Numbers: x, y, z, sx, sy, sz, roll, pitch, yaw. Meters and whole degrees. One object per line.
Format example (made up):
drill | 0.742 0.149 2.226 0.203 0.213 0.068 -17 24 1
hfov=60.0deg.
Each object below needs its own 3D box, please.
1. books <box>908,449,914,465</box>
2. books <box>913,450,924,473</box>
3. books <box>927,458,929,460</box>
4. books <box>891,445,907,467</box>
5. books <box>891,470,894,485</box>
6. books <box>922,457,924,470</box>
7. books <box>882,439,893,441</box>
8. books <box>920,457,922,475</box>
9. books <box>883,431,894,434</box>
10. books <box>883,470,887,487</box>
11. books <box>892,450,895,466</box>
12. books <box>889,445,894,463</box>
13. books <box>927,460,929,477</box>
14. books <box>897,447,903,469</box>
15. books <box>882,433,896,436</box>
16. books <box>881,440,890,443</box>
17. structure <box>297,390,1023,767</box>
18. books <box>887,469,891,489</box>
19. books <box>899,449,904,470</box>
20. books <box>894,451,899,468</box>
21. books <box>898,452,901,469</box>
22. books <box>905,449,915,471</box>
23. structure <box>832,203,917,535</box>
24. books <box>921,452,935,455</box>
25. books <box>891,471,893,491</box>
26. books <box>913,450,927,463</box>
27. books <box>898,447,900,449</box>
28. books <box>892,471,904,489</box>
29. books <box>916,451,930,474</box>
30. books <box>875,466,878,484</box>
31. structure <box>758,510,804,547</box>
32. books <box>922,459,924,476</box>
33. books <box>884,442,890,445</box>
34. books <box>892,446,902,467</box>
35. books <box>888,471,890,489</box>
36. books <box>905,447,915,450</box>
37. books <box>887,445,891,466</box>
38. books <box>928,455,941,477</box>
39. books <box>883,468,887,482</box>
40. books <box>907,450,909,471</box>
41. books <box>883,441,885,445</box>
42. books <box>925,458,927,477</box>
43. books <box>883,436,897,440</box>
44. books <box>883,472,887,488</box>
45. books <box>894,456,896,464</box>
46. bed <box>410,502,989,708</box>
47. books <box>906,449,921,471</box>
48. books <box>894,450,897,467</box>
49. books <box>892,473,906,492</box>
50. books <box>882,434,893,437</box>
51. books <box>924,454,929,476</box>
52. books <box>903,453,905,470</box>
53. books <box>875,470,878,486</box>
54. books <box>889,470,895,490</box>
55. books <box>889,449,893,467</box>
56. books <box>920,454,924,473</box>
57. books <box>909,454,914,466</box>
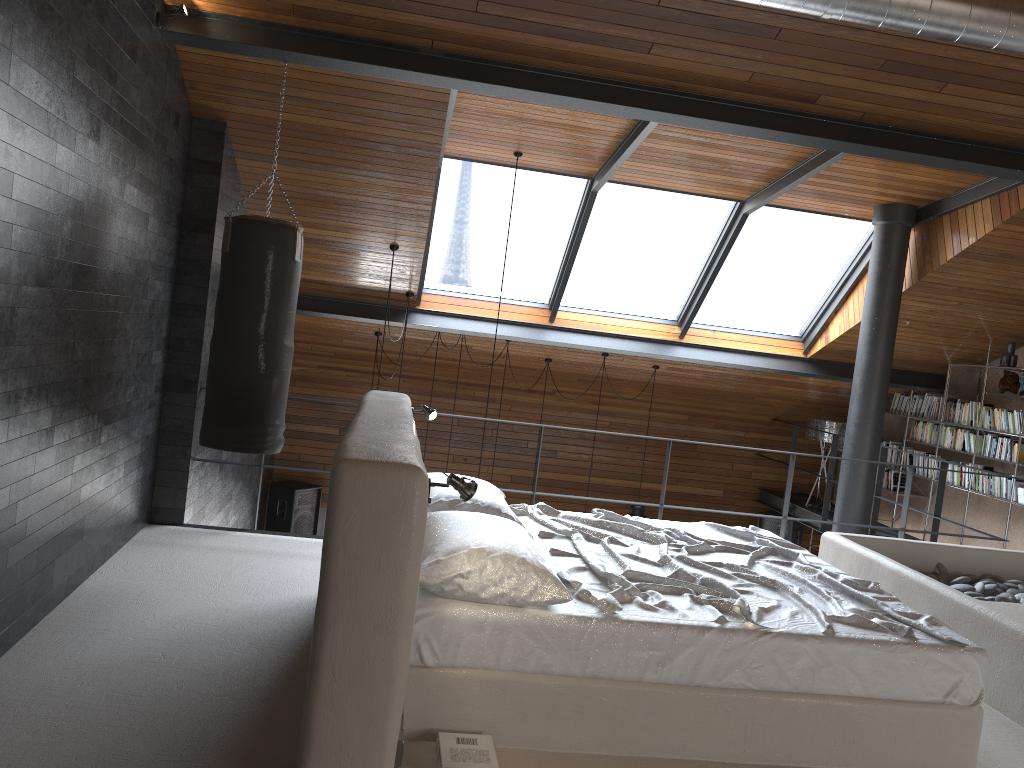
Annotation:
books | 4.229 0.811 9.311 0.148 0.233 0.053 7 3 -8
books | 4.258 0.818 9.250 0.148 0.233 0.053 7 3 -8
books | 4.259 0.847 8.990 0.111 0.197 0.043 7 3 -8
books | 4.207 0.788 9.639 0.146 0.240 0.023 7 3 -8
books | 4.173 1.050 9.606 0.137 0.216 0.049 7 3 -8
books | 4.255 0.842 9.072 0.127 0.200 0.046 7 3 -8
books | 4.177 0.619 10.015 0.228 0.016 0.182 7 3 -8
books | 4.246 0.840 9.082 0.127 0.200 0.046 7 3 -8
books | 4.193 0.539 10.040 0.228 0.016 0.182 7 3 -8
books | 4.128 1.046 9.715 0.111 0.198 0.008 7 3 -8
books | 4.208 0.807 9.622 0.148 0.206 0.014 7 3 -8
books | 4.193 0.788 9.672 0.148 0.234 0.013 7 3 -8
books | 4.252 0.859 8.969 0.111 0.174 0.041 7 3 -8
books | 4.202 0.798 9.502 0.129 0.231 0.010 7 3 -8
books | 4.187 0.555 10.030 0.228 0.016 0.182 7 3 -8
books | 4.200 0.767 9.904 0.207 0.255 0.010 7 3 -8
structure | 1.563 0.913 3.847 4.613 1.120 2.634 7 3 -8
books | 4.162 1.043 9.667 0.155 0.215 0.055 7 3 -8
books | 4.193 0.808 9.433 0.137 0.215 0.014 7 3 -8
books | 4.204 0.810 9.548 0.148 0.206 0.018 7 3 -8
books | 4.209 0.825 9.492 0.131 0.181 0.014 7 3 -8
books | 4.221 0.807 9.370 0.143 0.235 0.055 7 3 -8
structure | 2.832 1.362 7.150 1.197 5.700 1.689 7 3 -8
books | 4.300 0.827 9.172 0.148 0.233 0.053 7 3 -8
books | 4.165 1.054 9.576 0.131 0.205 0.051 7 3 -8
books | 4.272 0.817 9.283 0.143 0.236 0.062 7 3 -8
books | 4.211 0.796 9.572 0.129 0.231 0.010 7 3 -8
books | 4.167 1.050 9.562 0.137 0.216 0.049 7 3 -8
books | 4.265 0.821 9.202 0.148 0.233 0.053 7 3 -8
books | 4.139 1.028 9.893 0.164 0.219 0.010 7 3 -8
structure | 3.312 1.936 10.901 0.462 0.735 0.488 9 4 42
books | 4.250 0.856 9.057 0.119 0.171 0.044 7 3 -8
books | 4.205 0.773 9.840 0.192 0.251 0.012 7 3 -8
books | 4.207 0.793 9.607 0.148 0.234 0.013 7 3 -8
books | 4.156 1.051 9.647 0.123 0.203 0.054 7 3 -8
books | 4.213 0.795 9.453 0.131 0.247 0.018 7 3 -8
books | 4.186 0.787 9.684 0.148 0.234 0.013 7 3 -8
books | 4.267 0.834 8.952 0.122 0.230 0.057 7 3 -8
books | 4.135 1.030 9.728 0.122 0.230 0.017 7 3 -8
books | 4.227 0.817 9.325 0.141 0.221 0.055 7 3 -8
books | 4.199 0.770 9.850 0.191 0.255 0.012 7 3 -8
books | 4.258 0.854 9.008 0.117 0.182 0.044 7 3 -8
books | 4.202 0.600 10.018 0.234 0.028 0.180 7 3 -8
books | 4.130 1.057 9.707 0.112 0.177 0.009 7 3 -8
books | 4.201 0.823 9.583 0.128 0.176 0.009 7 3 -8
bed | 0.520 0.900 3.710 2.011 0.484 1.826 7 3 -8
books | 4.237 0.810 9.358 0.148 0.233 0.053 7 3 -8
books | 4.194 0.808 9.560 0.130 0.208 0.010 7 3 -8
books | 4.166 1.062 9.546 0.138 0.191 0.049 7 3 -8
books | 4.183 0.574 10.030 0.216 0.021 0.174 7 3 -8
books | 4.277 0.836 9.027 0.161 0.222 0.055 7 3 -8
books | 4.218 0.813 9.401 0.133 0.219 0.058 7 3 -8
books | 4.114 1.036 9.861 0.127 0.201 0.011 7 3 -8
books | 4.159 1.048 9.617 0.133 0.218 0.051 7 3 -8
books | 4.191 0.806 9.658 0.143 0.199 0.019 7 3 -8
books | 4.271 0.833 9.115 0.164 0.217 0.048 7 3 -8
books | 4.228 0.826 9.294 0.148 0.206 0.053 7 3 -8
